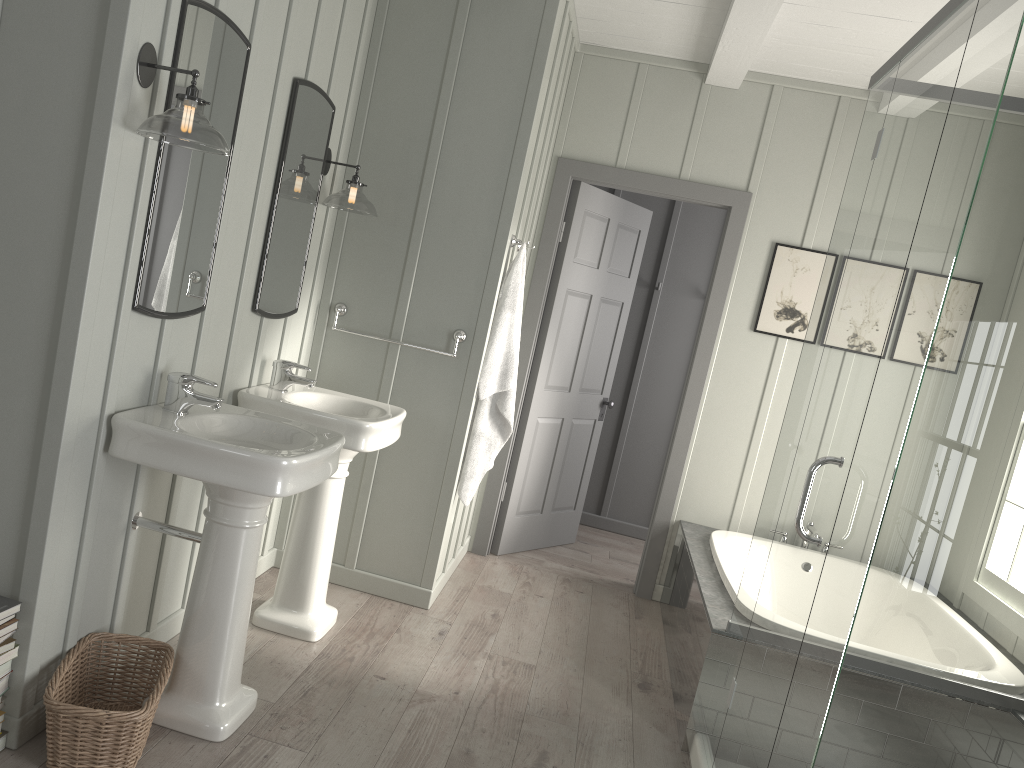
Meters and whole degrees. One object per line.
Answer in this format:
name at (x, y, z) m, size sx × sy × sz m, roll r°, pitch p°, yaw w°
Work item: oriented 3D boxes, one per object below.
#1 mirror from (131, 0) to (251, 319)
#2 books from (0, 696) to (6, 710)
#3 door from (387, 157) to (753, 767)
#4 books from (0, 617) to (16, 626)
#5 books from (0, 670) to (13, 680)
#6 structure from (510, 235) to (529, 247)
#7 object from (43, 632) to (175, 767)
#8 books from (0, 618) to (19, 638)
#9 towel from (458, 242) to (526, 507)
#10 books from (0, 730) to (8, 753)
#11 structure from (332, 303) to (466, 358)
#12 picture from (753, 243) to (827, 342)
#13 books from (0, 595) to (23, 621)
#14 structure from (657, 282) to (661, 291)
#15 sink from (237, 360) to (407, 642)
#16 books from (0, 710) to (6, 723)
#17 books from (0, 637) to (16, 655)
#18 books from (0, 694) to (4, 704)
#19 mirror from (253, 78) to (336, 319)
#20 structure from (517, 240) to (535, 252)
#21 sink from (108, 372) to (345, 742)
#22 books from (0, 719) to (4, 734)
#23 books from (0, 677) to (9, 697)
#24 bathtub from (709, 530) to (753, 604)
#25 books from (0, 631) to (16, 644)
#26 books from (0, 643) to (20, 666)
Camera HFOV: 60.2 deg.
mirror at (-0.913, -0.620, 2.546) m, size 0.015 × 0.887 × 0.419 m, roll 13°, pitch 7°, yaw 6°
books at (-1.428, 0.820, 2.248) m, size 0.207 × 0.025 × 0.149 m, roll 12°, pitch 6°, yaw -2°
door at (-0.194, 0.137, 1.725) m, size 4.302 × 2.204 × 7.677 m, roll 13°, pitch 6°, yaw 7°
books at (-1.376, 0.571, 2.205) m, size 0.208 × 0.025 × 0.148 m, roll 13°, pitch 6°, yaw 5°
books at (-1.407, 0.708, 2.233) m, size 0.224 × 0.052 × 0.154 m, roll 12°, pitch 6°, yaw 3°
structure at (0.035, -0.623, 3.897) m, size 0.080 × 0.057 × 0.056 m, roll 13°, pitch 6°, yaw 8°
object at (-1.113, 0.887, 2.437) m, size 0.288 × 0.221 × 0.468 m, roll 11°, pitch 6°, yaw -12°
books at (-1.371, 0.598, 2.206) m, size 0.209 × 0.025 × 0.148 m, roll 13°, pitch 6°, yaw 8°
towel at (-0.037, -0.030, 3.970) m, size 0.164 × 1.209 × 0.313 m, roll 14°, pitch 7°, yaw 12°
books at (-1.451, 0.919, 2.262) m, size 0.241 × 0.049 × 0.162 m, roll 13°, pitch 6°, yaw 5°
structure at (-0.500, -0.233, 3.835) m, size 0.608 × 0.123 × 0.054 m, roll 13°, pitch 7°, yaw 9°
picture at (1.443, -0.458, 4.490) m, size 0.316 × 0.463 × 0.012 m, roll 14°, pitch 7°, yaw 9°
books at (-1.360, 0.550, 2.200) m, size 0.209 × 0.025 × 0.147 m, roll 13°, pitch 6°, yaw 10°
structure at (0.977, -0.647, 5.883) m, size 0.019 × 0.051 × 0.134 m, roll 13°, pitch 6°, yaw 6°
sink at (-0.789, 0.445, 3.447) m, size 0.573 × 1.017 × 0.561 m, roll 13°, pitch 7°, yaw 8°
books at (-1.438, 0.843, 2.243) m, size 0.235 × 0.024 × 0.146 m, roll 13°, pitch 6°, yaw 8°
books at (-1.394, 0.641, 2.217) m, size 0.236 × 0.024 × 0.145 m, roll 13°, pitch 6°, yaw 14°
books at (-1.428, 0.796, 2.235) m, size 0.209 × 0.025 × 0.148 m, roll 13°, pitch 6°, yaw 8°
mirror at (-0.815, -0.679, 3.344) m, size 0.015 × 0.887 × 0.419 m, roll 13°, pitch 7°, yaw 6°
structure at (0.065, -0.641, 4.144) m, size 0.080 × 0.057 × 0.056 m, roll 13°, pitch 6°, yaw 8°
sink at (-0.886, 0.503, 2.654) m, size 0.573 × 1.017 × 0.561 m, roll 13°, pitch 7°, yaw 8°
books at (-1.446, 0.875, 2.245) m, size 0.224 × 0.042 × 0.160 m, roll 13°, pitch 6°, yaw 6°
books at (-1.419, 0.759, 2.235) m, size 0.228 × 0.053 × 0.158 m, roll 12°, pitch 6°, yaw -2°
bathtub at (1.396, 0.993, 3.829) m, size 1.059 × 0.492 × 1.540 m, roll 13°, pitch 6°, yaw 7°
books at (-1.382, 0.619, 2.221) m, size 0.207 × 0.025 × 0.149 m, roll 12°, pitch 6°, yaw -2°
books at (-1.397, 0.668, 2.221) m, size 0.238 × 0.032 × 0.168 m, roll 13°, pitch 6°, yaw 8°
